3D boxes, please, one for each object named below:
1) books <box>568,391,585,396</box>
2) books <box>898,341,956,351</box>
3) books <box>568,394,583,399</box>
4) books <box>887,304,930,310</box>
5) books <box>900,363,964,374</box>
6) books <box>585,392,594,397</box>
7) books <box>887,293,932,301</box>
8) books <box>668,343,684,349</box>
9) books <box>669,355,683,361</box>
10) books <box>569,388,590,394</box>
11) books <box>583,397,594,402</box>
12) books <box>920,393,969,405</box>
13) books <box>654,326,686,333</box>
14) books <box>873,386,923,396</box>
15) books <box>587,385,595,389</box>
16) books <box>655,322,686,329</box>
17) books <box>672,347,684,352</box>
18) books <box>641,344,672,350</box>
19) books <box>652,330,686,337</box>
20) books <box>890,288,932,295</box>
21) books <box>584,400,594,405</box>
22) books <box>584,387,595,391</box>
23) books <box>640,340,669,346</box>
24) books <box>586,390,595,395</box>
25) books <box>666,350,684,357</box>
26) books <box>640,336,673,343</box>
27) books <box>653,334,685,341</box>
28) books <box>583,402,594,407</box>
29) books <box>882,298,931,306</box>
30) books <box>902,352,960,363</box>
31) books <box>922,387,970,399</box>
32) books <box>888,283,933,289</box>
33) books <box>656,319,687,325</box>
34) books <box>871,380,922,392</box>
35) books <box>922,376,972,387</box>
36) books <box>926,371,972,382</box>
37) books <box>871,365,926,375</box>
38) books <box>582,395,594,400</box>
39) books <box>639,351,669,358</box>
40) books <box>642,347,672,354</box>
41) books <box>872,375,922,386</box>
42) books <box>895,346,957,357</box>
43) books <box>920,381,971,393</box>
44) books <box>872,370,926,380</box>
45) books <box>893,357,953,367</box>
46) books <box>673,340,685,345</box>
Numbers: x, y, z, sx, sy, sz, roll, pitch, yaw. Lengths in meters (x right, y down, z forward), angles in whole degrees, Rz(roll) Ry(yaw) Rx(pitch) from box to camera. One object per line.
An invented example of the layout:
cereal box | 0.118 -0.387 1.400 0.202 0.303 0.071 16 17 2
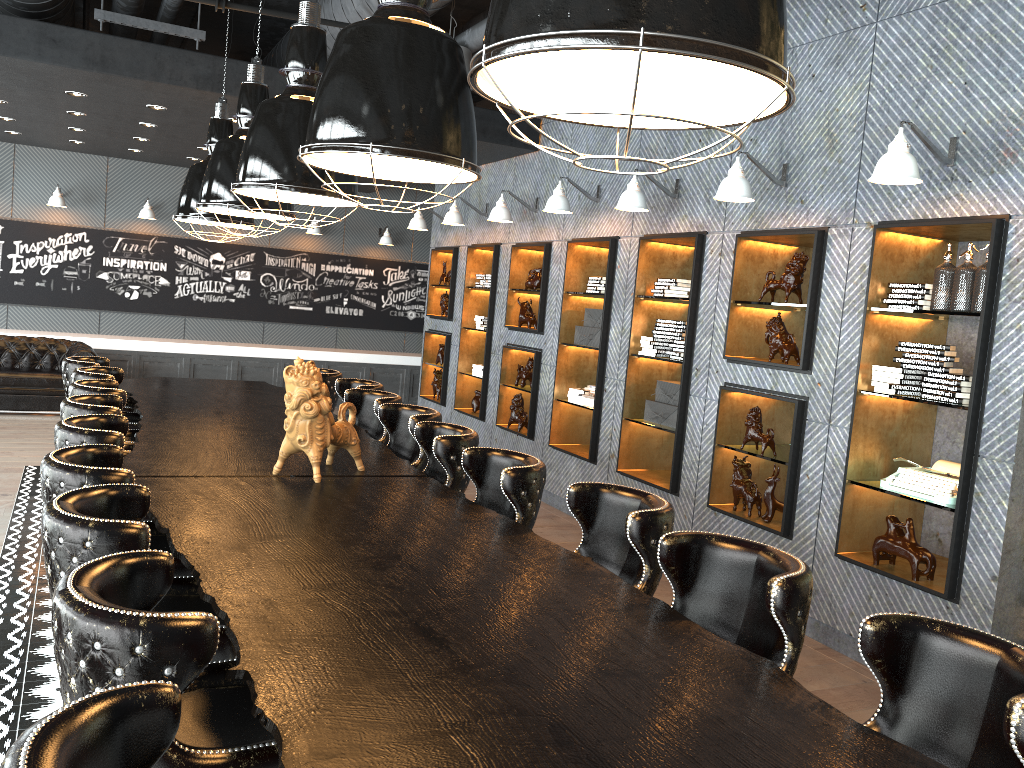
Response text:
books | 0.635 0.085 7.706 0.243 0.024 0.175 2 6 -27
books | 2.165 -0.199 4.621 0.246 0.028 0.193 9 6 34
books | 0.621 0.110 7.679 0.227 0.024 0.166 8 6 32
books | 2.148 -0.399 4.689 0.193 0.028 0.246 3 5 -21
books | 2.183 -0.082 4.608 0.193 0.028 0.246 0 7 -43
books | 0.727 0.095 7.401 0.197 0.023 0.248 4 5 -10
books | 2.145 -0.455 4.679 0.193 0.028 0.246 3 6 -24
books | 1.290 -0.269 6.434 0.193 0.028 0.246 1 6 -36
books | 1.285 -0.182 6.412 0.193 0.028 0.246 3 5 -22
books | 0.636 0.062 7.663 0.225 0.029 0.179 1 7 -41
books | 0.721 0.137 7.399 0.202 0.022 0.228 3 6 -23
books | 2.225 0.076 4.463 0.193 0.028 0.246 3 6 -25
books | 1.208 -0.402 6.577 0.246 0.028 0.193 8 6 33
books | 2.093 0.041 4.727 0.245 0.028 0.194 4 5 -11
books | 0.756 0.032 7.399 0.185 0.024 0.212 2 6 -32
books | 1.204 -0.429 6.558 0.245 0.028 0.193 7 6 25
books | 1.314 -0.238 6.428 0.193 0.028 0.246 2 6 -30
books | 1.122 -0.278 6.686 0.245 0.028 0.194 3 5 -20
books | 1.186 -0.373 6.546 0.246 0.028 0.193 9 6 35
books | 2.161 -0.481 4.672 0.193 0.028 0.246 3 6 -26
books | 0.719 0.158 7.399 0.158 0.021 0.224 4 5 -17
books | 0.736 0.053 7.386 0.197 0.020 0.206 3 6 -25
books | 1.109 -0.304 6.643 0.245 0.028 0.194 4 5 -13
books | 0.758 0.076 7.395 0.244 0.023 0.247 1 7 -41
books | 1.252 -0.214 6.415 0.193 0.028 0.246 4 5 -15
books | 1.121 -0.333 6.667 0.245 0.028 0.194 3 5 -19
books | 1.192 -0.344 6.550 0.246 0.028 0.193 8 6 32
books | 0.715 0.179 7.391 0.167 0.023 0.228 3 6 -26
books | 2.129 -0.430 4.708 0.193 0.028 0.246 3 5 -22
books | 2.174 -0.139 4.598 0.246 0.028 0.193 8 6 33
books | 2.227 0.048 4.463 0.193 0.028 0.246 4 5 -13
books | 2.154 -0.512 4.689 0.193 0.028 0.246 3 6 -23
books | 1.220 -0.456 6.556 0.246 0.028 0.193 9 6 38
books | 2.060 0.013 4.686 0.245 0.028 0.194 5 5 -5
books | 2.241 -0.010 4.484 0.193 0.028 0.246 3 5 -20
books | 2.253 -0.035 4.463 0.193 0.028 0.246 2 6 -27
books | 2.075 -0.074 4.715 0.245 0.028 0.194 2 6 -28
books | 0.718 0.116 7.393 0.205 0.019 0.264 2 6 -27
books | 1.105 -0.222 6.673 0.245 0.028 0.194 2 6 -33
books | 1.125 -0.245 6.635 0.245 0.028 0.194 2 6 -27
books | 2.079 -0.017 4.724 0.245 0.028 0.194 3 6 -24
books | 2.158 -0.171 4.620 0.246 0.028 0.193 10 7 43
books | 2.230 0.018 4.481 0.193 0.028 0.246 3 6 -24
books | 2.074 -0.046 4.718 0.245 0.028 0.194 2 6 -31
books | 2.129 -0.114 4.589 0.246 0.028 0.193 9 7 39
books | 1.318 -0.292 6.402 0.193 0.028 0.246 2 6 -31
